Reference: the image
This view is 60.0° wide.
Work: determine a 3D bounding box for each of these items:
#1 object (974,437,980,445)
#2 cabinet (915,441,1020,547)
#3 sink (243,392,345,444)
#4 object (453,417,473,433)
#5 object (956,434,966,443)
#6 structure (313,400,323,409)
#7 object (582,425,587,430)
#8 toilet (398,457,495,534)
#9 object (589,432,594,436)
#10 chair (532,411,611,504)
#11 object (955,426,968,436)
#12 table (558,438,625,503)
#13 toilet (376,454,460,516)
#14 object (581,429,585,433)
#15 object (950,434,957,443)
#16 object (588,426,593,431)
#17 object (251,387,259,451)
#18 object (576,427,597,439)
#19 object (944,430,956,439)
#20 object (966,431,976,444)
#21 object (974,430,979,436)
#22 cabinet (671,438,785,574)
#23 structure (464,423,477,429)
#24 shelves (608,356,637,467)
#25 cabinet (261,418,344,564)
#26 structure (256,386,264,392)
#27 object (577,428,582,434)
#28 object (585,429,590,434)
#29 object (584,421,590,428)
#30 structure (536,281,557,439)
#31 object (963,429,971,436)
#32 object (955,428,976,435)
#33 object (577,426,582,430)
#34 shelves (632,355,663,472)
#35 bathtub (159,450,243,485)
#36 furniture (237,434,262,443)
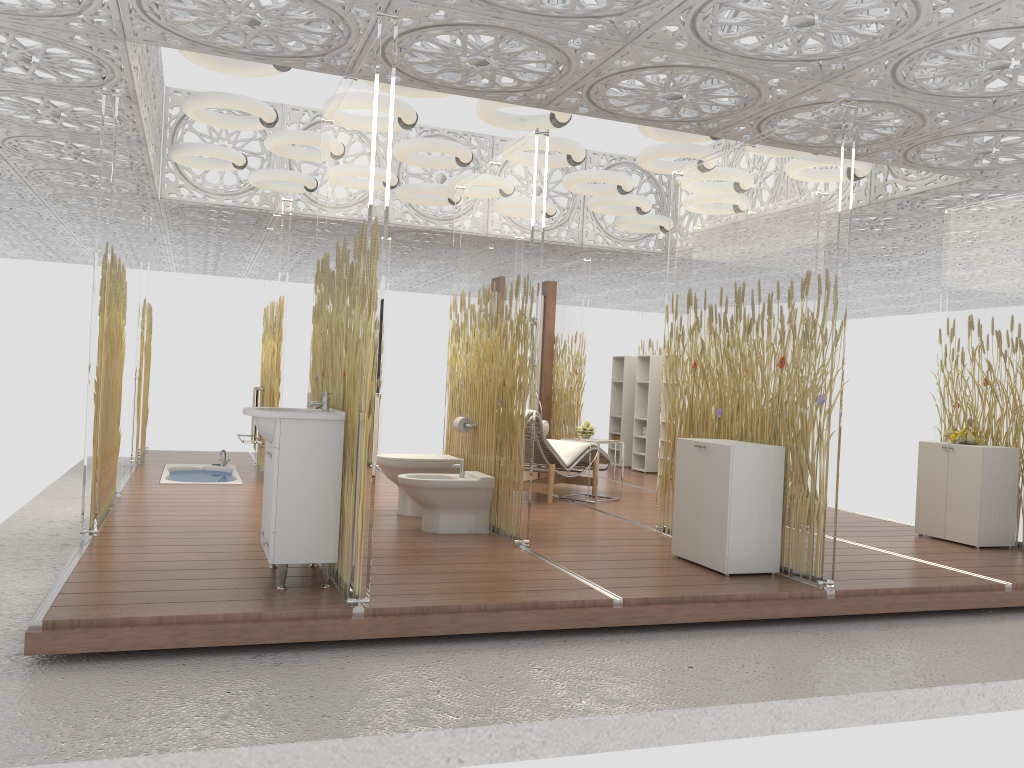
[{"bbox_3d":[3.462,0.426,6.625,0.066,0.055,0.055,3,0,28],"label":"object"},{"bbox_3d":[3.403,0.809,6.658,0.358,0.712,0.595,3,0,-20],"label":"cabinet"},{"bbox_3d":[-1.090,0.162,4.365,0.454,0.263,0.603,3,0,-20],"label":"sink"},{"bbox_3d":[-0.354,0.298,6.445,0.115,0.115,0.131,3,0,-20],"label":"object"},{"bbox_3d":[3.346,0.408,6.624,0.066,0.065,0.091,3,0,-5],"label":"object"},{"bbox_3d":[-1.134,0.172,4.947,0.115,0.183,0.405,3,0,-22],"label":"structure"},{"bbox_3d":[0.654,0.391,7.997,0.047,0.045,0.047,3,0,-19],"label":"object"},{"bbox_3d":[-0.474,0.747,5.994,0.611,0.506,0.401,3,0,-20],"label":"toilet"},{"bbox_3d":[0.722,0.447,8.042,0.045,0.042,0.045,3,0,-25],"label":"object"},{"bbox_3d":[0.310,0.629,8.188,0.635,0.811,1.787,3,0,30],"label":"chair"},{"bbox_3d":[3.382,0.355,6.697,0.035,0.084,0.200,3,0,2],"label":"object"},{"bbox_3d":[0.722,0.774,8.062,0.420,0.535,0.420,3,0,40],"label":"table"},{"bbox_3d":[-0.731,0.765,6.705,0.611,0.437,0.401,3,0,-20],"label":"toilet"},{"bbox_3d":[0.636,0.427,8.008,0.040,0.040,0.039,3,0,-28],"label":"object"},{"bbox_3d":[3.329,0.411,6.680,0.056,0.066,0.053,3,0,-18],"label":"object"},{"bbox_3d":[0.710,0.405,8.030,0.050,0.054,0.055,3,0,40],"label":"object"},{"bbox_3d":[-2.660,0.355,9.165,0.042,0.656,0.283,3,0,-20],"label":"object"},{"bbox_3d":[0.670,0.447,8.055,0.206,0.105,0.206,3,0,25],"label":"object"},{"bbox_3d":[3.329,0.385,6.741,0.077,0.067,0.078,3,0,-19],"label":"object"},{"bbox_3d":[3.414,0.396,6.594,0.064,0.097,0.064,3,0,-29],"label":"object"},{"bbox_3d":[3.459,0.382,6.744,0.051,0.079,0.186,3,0,-41],"label":"object"},{"bbox_3d":[1.263,0.699,5.237,0.358,0.712,0.595,3,0,-20],"label":"cabinet"},{"bbox_3d":[-0.322,0.300,6.436,0.080,0.047,0.215,3,0,-20],"label":"structure"},{"bbox_3d":[1.551,0.362,11.905,0.344,1.460,0.366,3,0,-20],"label":"shelves"},{"bbox_3d":[-1.044,0.492,4.389,0.316,0.678,0.580,3,0,-20],"label":"cabinet"},{"bbox_3d":[-2.621,0.049,9.177,0.078,0.047,0.442,3,0,-20],"label":"structure"},{"bbox_3d":[0.621,0.425,8.047,0.058,0.058,0.058,3,0,37],"label":"object"},{"bbox_3d":[0.679,0.426,7.997,0.047,0.045,0.047,3,0,-16],"label":"object"},{"bbox_3d":[0.682,0.368,8.052,0.055,0.056,0.055,3,0,-20],"label":"object"},{"bbox_3d":[0.254,-0.158,11.619,0.624,2.402,0.433,3,0,-33],"label":"structure"},{"bbox_3d":[3.413,0.380,6.706,0.032,0.085,0.186,3,0,-8],"label":"object"},{"bbox_3d":[3.437,0.372,6.699,0.045,0.064,0.202,3,0,-16],"label":"object"},{"bbox_3d":[0.619,0.407,8.090,0.047,0.048,0.047,3,0,33],"label":"object"},{"bbox_3d":[1.788,0.371,11.243,0.344,1.460,0.366,3,0,-20],"label":"shelves"},{"bbox_3d":[-3.028,0.981,8.626,0.700,0.582,1.700,3,0,-20],"label":"bathtub"},{"bbox_3d":[-2.497,0.516,8.423,0.178,0.014,0.977,3,0,-20],"label":"furniture"}]
